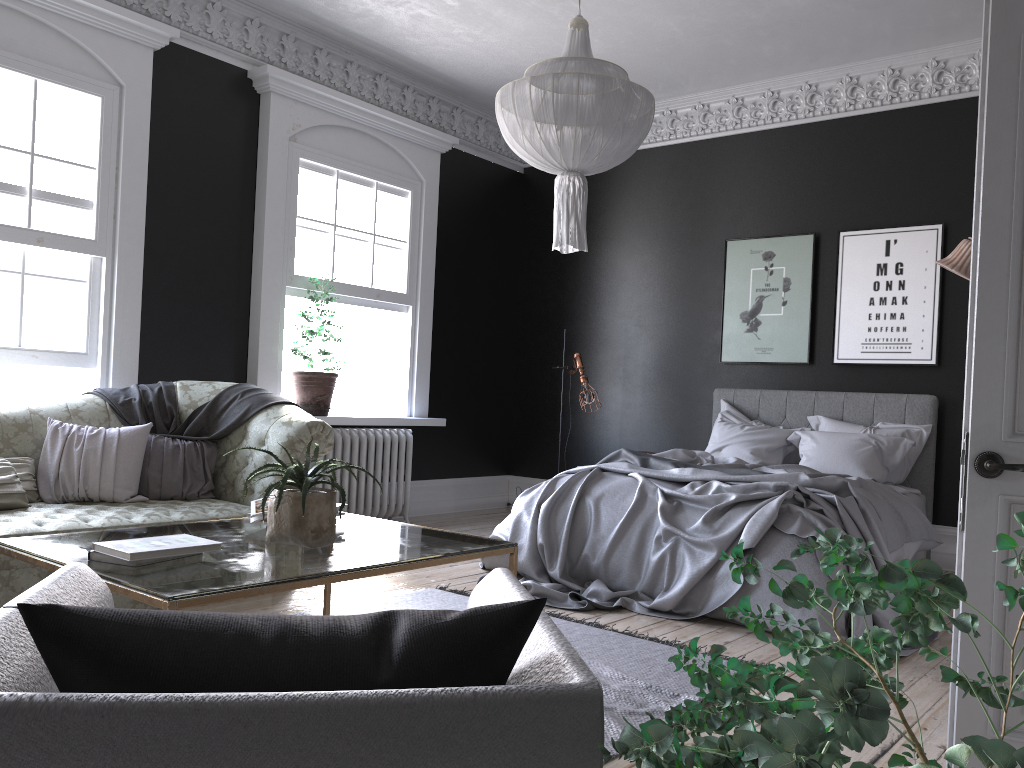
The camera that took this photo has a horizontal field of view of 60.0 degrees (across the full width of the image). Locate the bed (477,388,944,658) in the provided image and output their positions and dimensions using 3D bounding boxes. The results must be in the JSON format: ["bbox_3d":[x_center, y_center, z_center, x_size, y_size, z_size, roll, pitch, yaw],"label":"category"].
[{"bbox_3d":[1.424,0.637,6.021,2.764,1.298,3.285,2,-1,27],"label":"bed"}]

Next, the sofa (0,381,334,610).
[{"bbox_3d":[-2.492,0.518,4.623,1.605,1.161,2.814,2,-1,39],"label":"sofa"}]

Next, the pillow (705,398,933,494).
[{"bbox_3d":[2.170,0.502,6.854,1.829,0.760,0.680,2,-1,38],"label":"pillow"}]

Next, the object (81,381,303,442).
[{"bbox_3d":[-1.959,0.271,5.439,1.367,0.585,0.517,3,0,-2],"label":"object"}]

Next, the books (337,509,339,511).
[{"bbox_3d":[-0.855,0.506,3.566,0.252,0.011,0.318,3,-1,10],"label":"books"}]

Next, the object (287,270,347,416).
[{"bbox_3d":[-1.523,-0.318,6.943,0.474,1.134,0.505,3,0,-12],"label":"object"}]

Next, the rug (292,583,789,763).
[{"bbox_3d":[-0.731,1.112,3.110,2.105,0.050,3.647,2,-1,39],"label":"rug"}]

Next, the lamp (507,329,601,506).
[{"bbox_3d":[0.394,0.386,8.372,0.437,1.779,1.718,3,0,-13],"label":"lamp"}]

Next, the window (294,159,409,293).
[{"bbox_3d":[-1.327,-1.243,7.370,0.056,1.017,1.263,3,0,39],"label":"window"}]

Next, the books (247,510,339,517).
[{"bbox_3d":[-0.872,0.515,3.557,0.252,0.011,0.318,3,-1,10],"label":"books"}]

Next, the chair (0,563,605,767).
[{"bbox_3d":[-0.333,0.687,1.241,0.819,0.863,0.770,3,0,-11],"label":"chair"}]

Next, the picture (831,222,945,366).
[{"bbox_3d":[2.903,-0.683,6.881,0.791,1.078,0.014,3,0,39],"label":"picture"}]

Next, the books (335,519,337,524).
[{"bbox_3d":[-0.847,0.555,3.586,0.162,0.023,0.231,2,-1,39],"label":"books"}]

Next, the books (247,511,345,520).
[{"bbox_3d":[-0.864,0.526,3.570,0.252,0.011,0.318,2,-1,20],"label":"books"}]

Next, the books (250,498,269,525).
[{"bbox_3d":[-0.890,0.479,3.504,0.273,0.109,0.322,3,-1,-17],"label":"books"}]

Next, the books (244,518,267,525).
[{"bbox_3d":[-0.884,0.535,3.531,0.252,0.011,0.318,3,-1,5],"label":"books"}]

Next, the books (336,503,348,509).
[{"bbox_3d":[-0.848,0.495,3.572,0.252,0.011,0.318,2,-1,15],"label":"books"}]

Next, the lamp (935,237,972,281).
[{"bbox_3d":[3.298,0.160,5.752,0.773,2.411,0.986,3,0,-19],"label":"lamp"}]

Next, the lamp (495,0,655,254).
[{"bbox_3d":[0.324,-1.670,4.372,0.784,2.049,0.782,3,0,-8],"label":"lamp"}]

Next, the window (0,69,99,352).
[{"bbox_3d":[-3.067,-1.038,5.200,0.056,1.671,1.263,3,0,39],"label":"window"}]

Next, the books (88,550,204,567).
[{"bbox_3d":[-1.137,0.526,2.773,0.193,0.030,0.289,2,-1,23],"label":"books"}]

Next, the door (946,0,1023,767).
[{"bbox_3d":[1.837,0.050,2.397,1.097,2.374,0.216,3,0,26],"label":"door"}]

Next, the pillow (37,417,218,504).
[{"bbox_3d":[-2.127,0.433,4.998,0.964,0.461,0.405,4,-1,-44],"label":"pillow"}]

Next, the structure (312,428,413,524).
[{"bbox_3d":[-1.253,0.781,7.248,0.276,0.848,1.142,3,0,39],"label":"structure"}]

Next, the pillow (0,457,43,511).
[{"bbox_3d":[-2.732,0.411,4.202,0.529,0.416,1.106,2,-1,38],"label":"pillow"}]

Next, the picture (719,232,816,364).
[{"bbox_3d":[2.145,-0.709,7.485,0.791,1.078,0.014,3,0,39],"label":"picture"}]

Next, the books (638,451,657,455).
[{"bbox_3d":[1.125,0.608,7.584,0.275,0.045,0.346,3,-1,-22],"label":"books"}]

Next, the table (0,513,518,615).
[{"bbox_3d":[-0.865,0.840,3.167,1.092,0.558,1.449,2,-1,39],"label":"table"}]

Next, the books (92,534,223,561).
[{"bbox_3d":[-1.087,0.501,2.729,0.220,0.024,0.307,2,-1,39],"label":"books"}]
